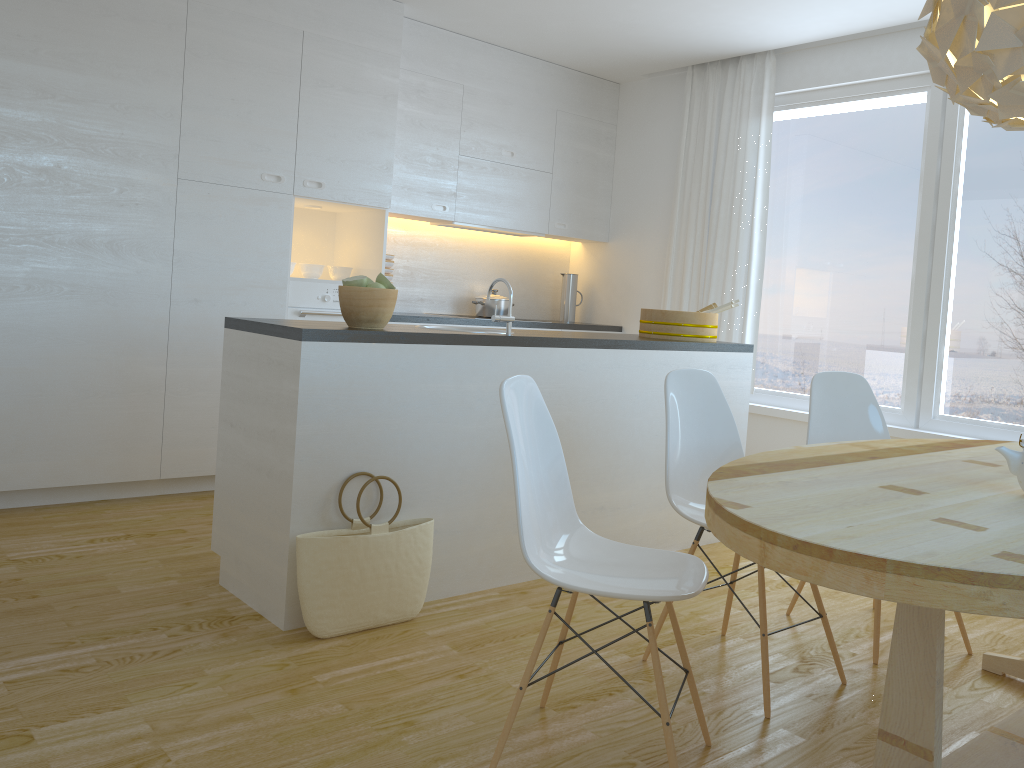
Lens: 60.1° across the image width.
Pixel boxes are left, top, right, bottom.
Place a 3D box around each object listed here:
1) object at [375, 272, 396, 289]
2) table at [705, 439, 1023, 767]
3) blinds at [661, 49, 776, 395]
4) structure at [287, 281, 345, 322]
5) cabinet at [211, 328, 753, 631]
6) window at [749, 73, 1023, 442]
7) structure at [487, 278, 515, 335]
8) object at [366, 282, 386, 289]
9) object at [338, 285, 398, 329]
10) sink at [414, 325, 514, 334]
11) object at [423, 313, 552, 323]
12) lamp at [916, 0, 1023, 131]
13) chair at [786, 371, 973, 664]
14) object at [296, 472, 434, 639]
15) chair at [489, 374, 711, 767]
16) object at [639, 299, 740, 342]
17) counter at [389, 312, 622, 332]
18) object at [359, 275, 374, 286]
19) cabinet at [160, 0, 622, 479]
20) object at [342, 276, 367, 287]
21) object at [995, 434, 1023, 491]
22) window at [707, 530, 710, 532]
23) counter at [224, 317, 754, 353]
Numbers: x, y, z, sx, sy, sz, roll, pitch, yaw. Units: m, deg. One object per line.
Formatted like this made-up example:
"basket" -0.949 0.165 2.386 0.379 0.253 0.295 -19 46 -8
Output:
"object" -0.443 -0.356 3.114 0.074 0.071 0.078 3 4 -16
"table" 1.276 0.606 2.176 2.188 0.723 1.198 -1 6 -42
"blinds" 1.274 -1.053 5.662 0.150 2.155 0.798 2 3 -41
"structure" -0.977 -0.249 4.852 0.560 0.594 0.049 1 3 -41
"cabinet" 0.034 0.275 3.762 2.399 0.907 0.603 0 5 -41
"window" 2.281 -0.714 4.770 0.088 1.913 2.738 2 4 -41
"structure" -0.070 -0.301 3.388 0.097 0.215 0.163 2 4 -40
"object" -0.469 -0.308 3.054 0.081 0.085 0.098 5 4 14
"object" -0.503 -0.265 3.075 0.205 0.141 0.206 5 4 11
"sink" -0.197 -0.145 3.569 0.404 0.156 0.405 4 5 1
"object" -0.163 -0.437 5.914 0.653 0.013 0.564 -1 7 -40
"lamp" 1.372 -1.167 2.171 0.638 1.132 0.649 2 4 -41
"chair" 1.301 0.429 3.140 0.429 0.899 0.525 3 3 -21
"object" -0.041 0.588 2.635 1.192 0.500 0.471 7 4 27
"chair" 0.220 0.451 2.109 0.524 0.899 0.430 5 3 19
"object" 0.844 -0.325 4.347 0.429 0.213 0.380 3 5 -12
"counter" -0.165 -0.419 5.910 1.999 0.040 0.603 -1 7 -41
"object" -0.520 -0.333 3.115 0.102 0.098 0.087 3 4 -20
"cabinet" -0.558 -0.726 5.463 3.199 2.295 0.483 0 4 -41
"object" -0.540 -0.340 3.028 0.084 0.065 0.086 2 5 -28
"object" 1.202 0.149 1.982 0.147 0.211 0.178 1 4 -41
"window" 1.241 -0.418 1.480 1.878 2.048 2.559 1 5 -41
"counter" 0.068 -0.197 3.746 2.399 0.040 0.603 -1 7 -41
